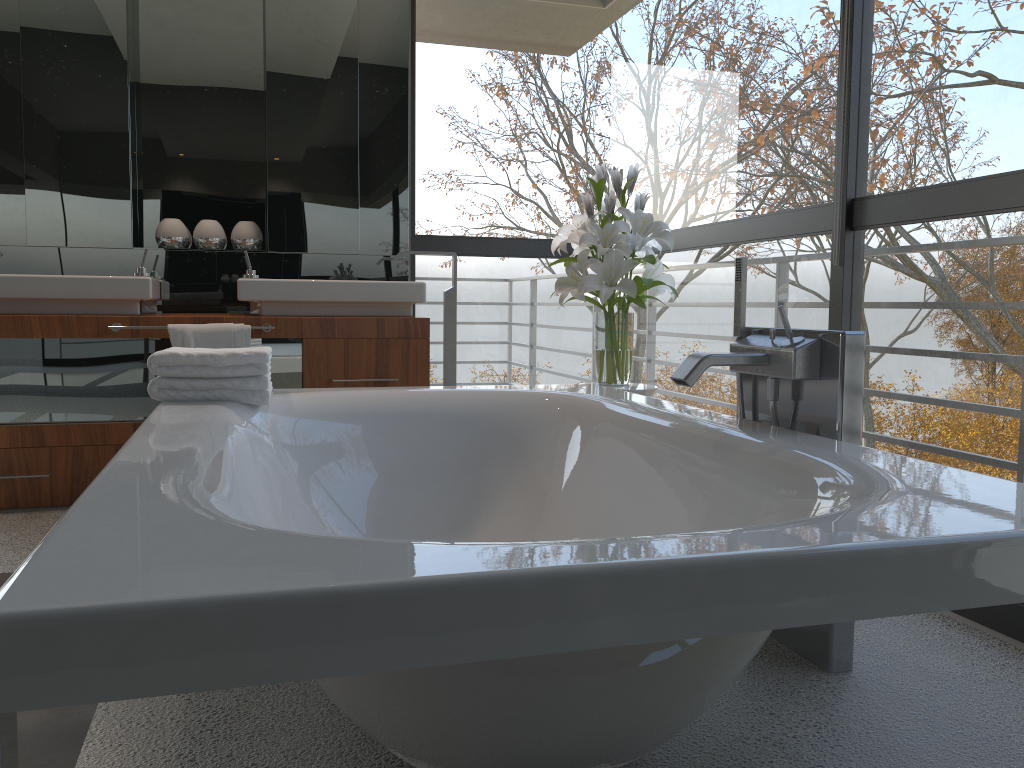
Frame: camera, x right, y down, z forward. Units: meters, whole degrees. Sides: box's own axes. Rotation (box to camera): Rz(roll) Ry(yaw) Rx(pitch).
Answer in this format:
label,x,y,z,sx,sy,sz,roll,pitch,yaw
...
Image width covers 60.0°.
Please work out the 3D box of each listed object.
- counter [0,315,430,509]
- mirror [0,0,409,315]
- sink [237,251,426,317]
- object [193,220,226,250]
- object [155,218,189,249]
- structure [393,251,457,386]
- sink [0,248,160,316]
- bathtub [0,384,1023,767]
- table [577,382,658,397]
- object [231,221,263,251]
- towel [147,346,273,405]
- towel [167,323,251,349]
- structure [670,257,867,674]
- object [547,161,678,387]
label,x,y,z,sx,sy,sz,roll,pitch,yaw
counter,-1.278,0.078,3.569,1.848,0.704,0.525,-1,5,-17
mirror,-1.354,-1.101,3.858,1.790,1.616,0.253,-1,5,-17
sink,-0.763,-0.418,3.737,0.750,0.266,0.352,-1,5,-17
object,-1.326,-0.651,3.886,0.136,0.130,0.136,3,5,25
object,-1.473,-0.648,3.842,0.136,0.130,0.136,3,5,25
structure,-0.363,-0.077,3.851,0.303,0.988,0.069,-1,5,-17
sink,-1.781,-0.401,3.433,0.750,0.266,0.352,-1,5,-17
bathtub,-0.084,0.344,1.861,1.327,0.504,1.959,-1,5,-17
table,0.363,0.245,3.184,0.307,0.478,0.308,-2,6,-33
object,-1.175,-0.653,3.931,0.136,0.130,0.136,3,5,25
towel,-0.821,-0.026,2.445,0.305,0.145,0.322,-1,5,-14
towel,-1.127,-0.044,3.322,0.302,0.368,0.079,-1,5,-16
structure,0.510,0.154,1.978,0.330,0.884,0.402,-1,5,-17
object,0.359,-0.391,3.146,0.460,0.795,0.450,1,5,11
